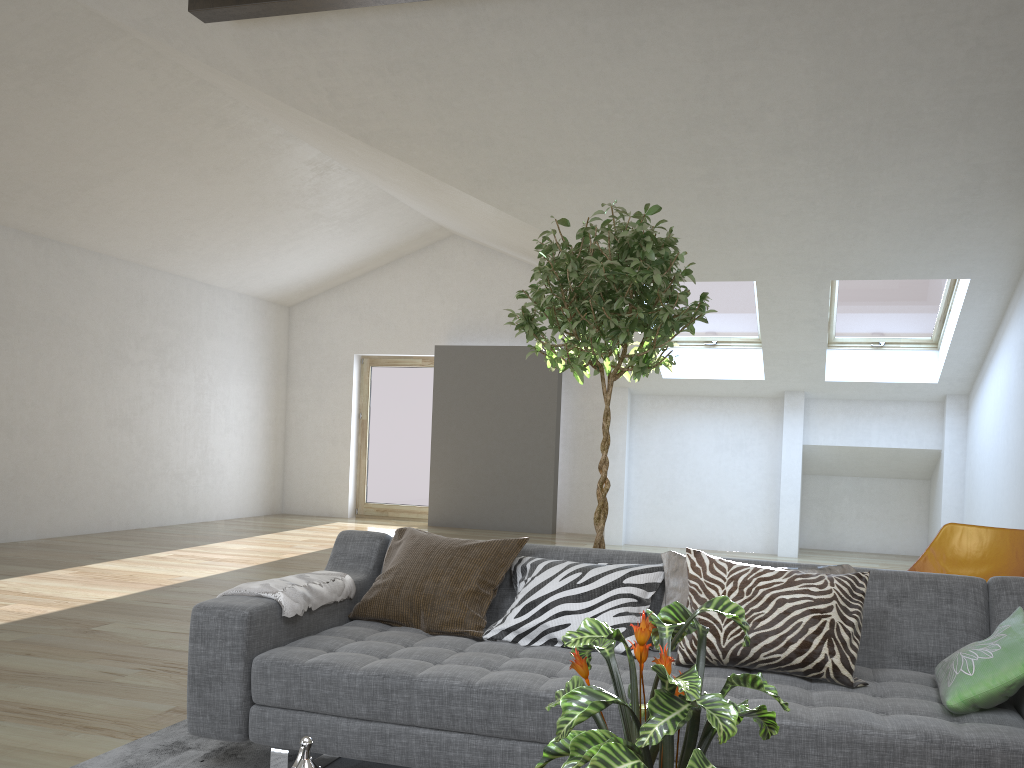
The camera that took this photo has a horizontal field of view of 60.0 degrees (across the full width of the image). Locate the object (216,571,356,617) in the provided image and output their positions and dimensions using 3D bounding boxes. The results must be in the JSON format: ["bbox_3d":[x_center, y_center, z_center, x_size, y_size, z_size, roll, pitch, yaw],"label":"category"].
[{"bbox_3d":[-0.767,0.842,2.963,0.361,0.419,0.476,2,-2,21],"label":"object"}]

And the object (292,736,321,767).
[{"bbox_3d":[-0.332,0.680,1.414,0.115,0.239,0.123,2,0,43],"label":"object"}]

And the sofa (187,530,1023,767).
[{"bbox_3d":[0.389,0.902,2.763,2.494,0.684,1.012,1,-3,16],"label":"sofa"}]

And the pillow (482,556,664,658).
[{"bbox_3d":[0.213,0.733,2.949,0.568,0.283,0.354,1,-2,17],"label":"pillow"}]

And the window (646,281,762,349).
[{"bbox_3d":[1.869,-0.724,8.486,1.491,0.729,1.881,1,-3,18],"label":"window"}]

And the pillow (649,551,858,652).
[{"bbox_3d":[0.765,0.724,2.841,0.650,0.318,0.259,1,-1,17],"label":"pillow"}]

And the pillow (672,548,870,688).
[{"bbox_3d":[0.775,0.688,2.659,0.563,0.341,0.278,1,-1,20],"label":"pillow"}]

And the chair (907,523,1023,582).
[{"bbox_3d":[2.303,1.084,4.465,0.722,0.723,0.651,4,-2,-42],"label":"chair"}]

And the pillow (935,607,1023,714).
[{"bbox_3d":[1.275,0.746,2.389,0.231,0.261,0.437,2,-3,20],"label":"pillow"}]

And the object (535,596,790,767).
[{"bbox_3d":[0.225,0.605,1.430,0.385,0.526,0.427,2,-1,-8],"label":"object"}]

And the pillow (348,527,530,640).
[{"bbox_3d":[-0.273,0.694,3.130,0.581,0.338,0.307,1,-2,26],"label":"pillow"}]

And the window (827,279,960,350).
[{"bbox_3d":[3.416,-0.691,8.053,1.491,0.729,1.881,1,-3,18],"label":"window"}]

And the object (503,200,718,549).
[{"bbox_3d":[0.349,0.286,3.554,0.818,2.020,0.795,2,0,-4],"label":"object"}]
